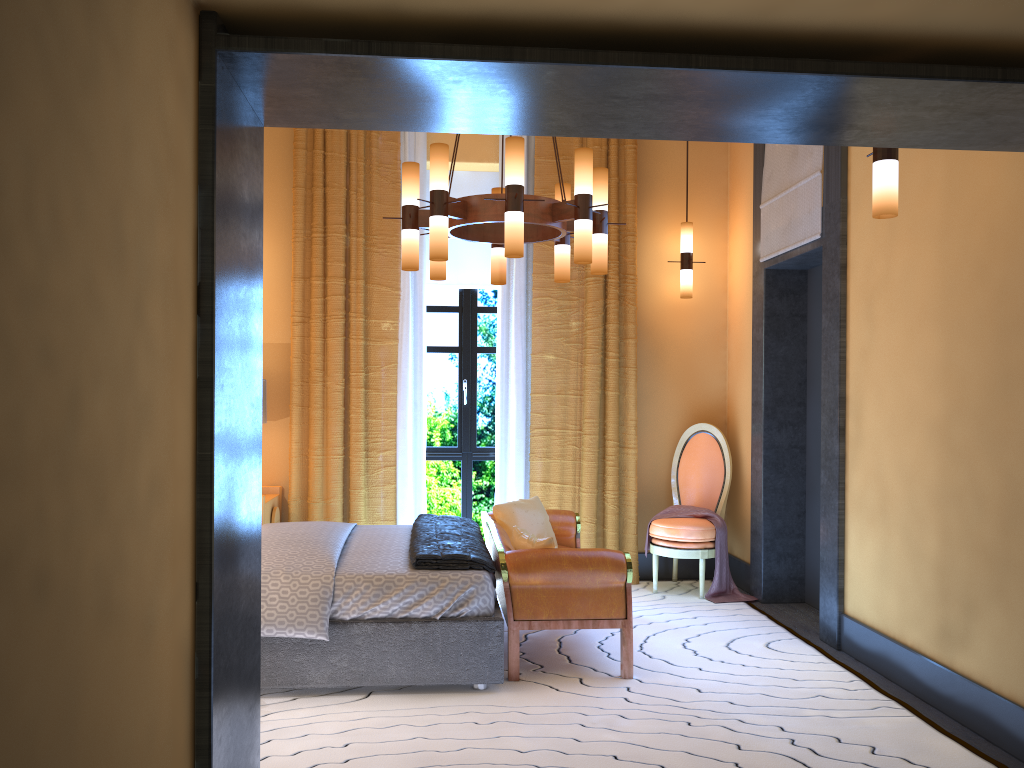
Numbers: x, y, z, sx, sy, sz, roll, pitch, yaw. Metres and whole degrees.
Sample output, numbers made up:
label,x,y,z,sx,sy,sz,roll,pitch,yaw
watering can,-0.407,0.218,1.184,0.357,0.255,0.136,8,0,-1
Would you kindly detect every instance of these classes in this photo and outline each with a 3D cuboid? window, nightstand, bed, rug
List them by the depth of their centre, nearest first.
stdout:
label,x,y,z,sx,sy,sz,roll,pitch,yaw
rug,-0.209,1.381,4.560,3.702,0.016,3.387,0,-1,-5
bed,-1.143,0.919,4.651,2.106,0.824,1.888,0,-1,-5
nightstand,-1.917,1.052,5.857,0.720,0.690,0.680,0,0,-5
window,-0.328,-0.079,6.590,1.200,3.000,0.130,0,0,-5

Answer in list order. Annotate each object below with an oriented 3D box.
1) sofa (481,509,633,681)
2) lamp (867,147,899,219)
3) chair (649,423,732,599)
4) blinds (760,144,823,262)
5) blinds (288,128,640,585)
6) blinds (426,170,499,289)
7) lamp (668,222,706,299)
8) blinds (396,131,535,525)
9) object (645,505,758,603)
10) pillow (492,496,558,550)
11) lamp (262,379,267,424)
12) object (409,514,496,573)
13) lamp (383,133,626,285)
label,x,y,z,sx,sy,sz,roll,pitch,yaw
sofa,0.192,1.070,4.845,0.650,0.640,1.615,0,-1,-5
lamp,1.363,-0.876,3.234,0.199,0.532,0.199,0,0,40
chair,1.218,0.845,6.079,0.500,1.147,0.632,0,0,28
blinds,1.666,-1.583,5.301,0.042,1.576,0.895,0,0,-5
blinds,-0.305,-0.653,6.185,2.450,4.146,0.134,0,0,-5
blinds,-0.320,-1.143,6.576,1.200,0.873,0.013,0,0,-5
lamp,1.239,-0.876,6.289,0.199,0.532,0.199,0,0,40
blinds,-0.351,-0.629,6.264,2.050,4.076,0.236,0,0,-8
object,1.270,1.121,5.982,0.803,0.572,0.429,0,-1,43
pillow,-0.519,0.817,5.316,2.628,0.407,1.147,0,-1,37
lamp,-1.856,0.364,5.767,0.424,0.802,0.505,0,0,-5
object,-0.336,0.821,4.716,0.405,0.104,1.461,0,-1,-5
lamp,-0.025,-1.650,4.476,1.141,2.168,1.141,0,0,17
